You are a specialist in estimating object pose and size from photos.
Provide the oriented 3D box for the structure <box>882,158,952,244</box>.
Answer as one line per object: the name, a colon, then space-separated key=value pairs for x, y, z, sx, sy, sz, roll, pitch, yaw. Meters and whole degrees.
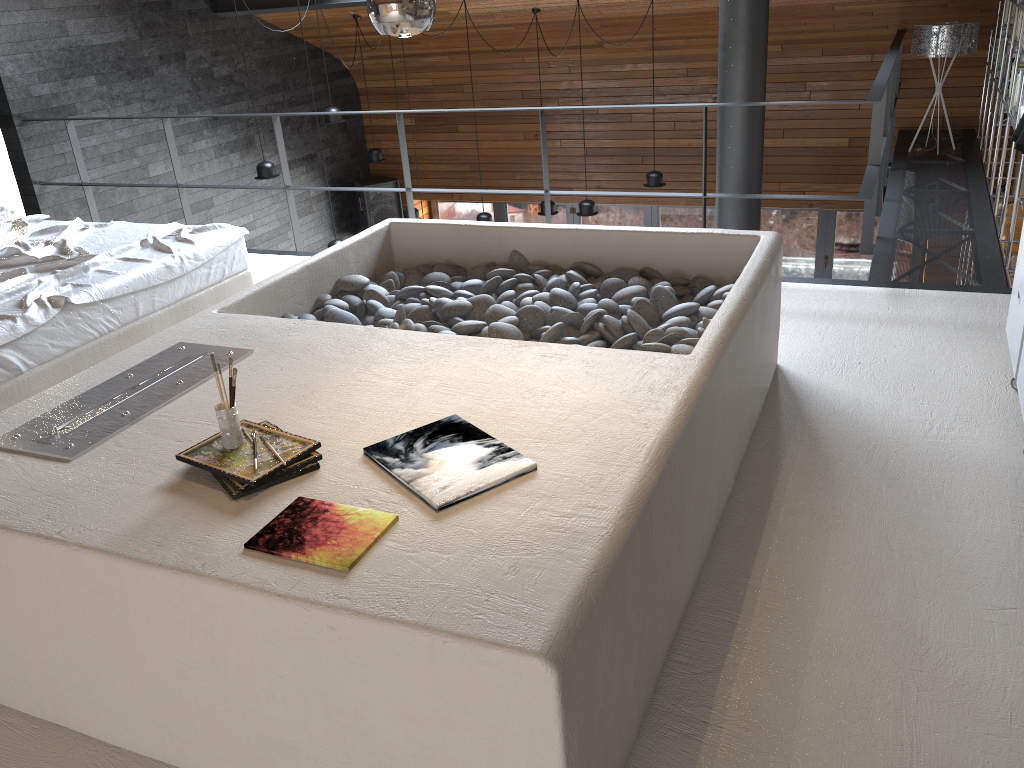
structure: x=3.783 y=-1.720 z=8.270 sx=0.488 sy=0.734 sz=0.462 roll=-11 pitch=25 yaw=-13

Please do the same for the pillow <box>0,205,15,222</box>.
pillow: x=-2.988 y=-0.787 z=4.370 sx=0.509 sy=0.173 sz=0.842 roll=6 pitch=27 yaw=23

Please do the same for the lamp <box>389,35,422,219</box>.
lamp: x=-1.065 y=-2.540 z=8.342 sx=0.210 sy=2.034 sz=0.210 roll=-17 pitch=27 yaw=-25

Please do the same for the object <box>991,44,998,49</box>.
object: x=4.181 y=-2.847 z=7.468 sx=0.252 sy=0.028 sz=0.180 roll=6 pitch=27 yaw=23

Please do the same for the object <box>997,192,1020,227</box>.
object: x=3.807 y=-1.288 z=6.851 sx=0.207 sy=0.442 sz=0.328 roll=3 pitch=26 yaw=17

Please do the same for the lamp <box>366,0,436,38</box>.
lamp: x=-0.295 y=-1.543 z=1.527 sx=0.146 sy=1.770 sz=0.146 roll=-24 pitch=30 yaw=-35

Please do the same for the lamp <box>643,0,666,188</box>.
lamp: x=1.237 y=-2.518 z=7.742 sx=0.210 sy=1.564 sz=0.210 roll=-17 pitch=27 yaw=-25

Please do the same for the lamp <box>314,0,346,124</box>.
lamp: x=-1.649 y=-2.906 z=7.730 sx=0.210 sy=1.205 sz=0.210 roll=-17 pitch=27 yaw=-25

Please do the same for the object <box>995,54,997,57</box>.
object: x=4.089 y=-2.700 z=7.292 sx=0.203 sy=0.013 sz=0.161 roll=6 pitch=27 yaw=23

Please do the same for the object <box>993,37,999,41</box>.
object: x=4.190 y=-2.911 z=7.465 sx=0.246 sy=0.016 sz=0.182 roll=6 pitch=27 yaw=23

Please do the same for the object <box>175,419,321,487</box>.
object: x=-0.622 y=0.158 z=2.093 sx=0.276 sy=0.013 sz=0.207 roll=12 pitch=29 yaw=32

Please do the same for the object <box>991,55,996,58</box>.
object: x=4.198 y=-2.778 z=7.513 sx=0.243 sy=0.012 sz=0.159 roll=6 pitch=27 yaw=23

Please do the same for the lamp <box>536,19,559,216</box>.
lamp: x=0.280 y=-2.599 z=8.366 sx=0.210 sy=2.001 sz=0.210 roll=-17 pitch=27 yaw=-25

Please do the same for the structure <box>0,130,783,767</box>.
structure: x=-1.517 y=-0.296 z=3.391 sx=4.614 sy=1.119 sz=2.636 roll=6 pitch=27 yaw=23

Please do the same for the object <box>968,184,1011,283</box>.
object: x=4.107 y=-1.276 z=7.613 sx=0.244 sy=0.879 sz=0.244 roll=-22 pitch=29 yaw=-33

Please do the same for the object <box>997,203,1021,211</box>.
object: x=4.023 y=-1.144 z=7.393 sx=0.305 sy=0.839 sz=0.238 roll=7 pitch=27 yaw=25

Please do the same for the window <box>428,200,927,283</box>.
window: x=1.647 y=-1.508 z=10.423 sx=5.936 sy=1.521 sz=0.101 roll=6 pitch=27 yaw=23

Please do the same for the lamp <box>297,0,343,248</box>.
lamp: x=-1.504 y=-2.478 z=6.414 sx=0.210 sy=3.206 sz=0.210 roll=-25 pitch=31 yaw=-38

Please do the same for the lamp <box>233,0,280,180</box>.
lamp: x=-2.140 y=-2.591 z=7.116 sx=0.210 sy=1.852 sz=0.210 roll=-17 pitch=27 yaw=-25

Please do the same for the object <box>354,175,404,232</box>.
object: x=-1.601 y=-1.335 z=10.881 sx=0.640 sy=2.297 sz=0.686 roll=-16 pitch=27 yaw=-24

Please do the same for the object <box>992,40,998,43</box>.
object: x=4.187 y=-2.892 z=7.463 sx=0.246 sy=0.016 sz=0.182 roll=6 pitch=27 yaw=23

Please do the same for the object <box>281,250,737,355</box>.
object: x=-0.056 y=-0.235 z=3.395 sx=1.842 sy=0.246 sz=1.436 roll=6 pitch=27 yaw=23

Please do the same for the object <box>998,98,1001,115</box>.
object: x=3.723 y=-2.110 z=6.659 sx=0.111 sy=0.174 sz=0.011 roll=6 pitch=27 yaw=23

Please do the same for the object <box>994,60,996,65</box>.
object: x=4.107 y=-2.652 z=7.296 sx=0.262 sy=0.025 sz=0.176 roll=6 pitch=27 yaw=23

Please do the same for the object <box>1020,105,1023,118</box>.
object: x=2.857 y=-1.395 z=4.695 sx=0.295 sy=0.136 sz=0.228 roll=6 pitch=27 yaw=23

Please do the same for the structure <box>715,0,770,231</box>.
structure: x=1.337 y=-0.972 z=5.423 sx=1.197 sy=5.696 sz=1.690 roll=6 pitch=27 yaw=23

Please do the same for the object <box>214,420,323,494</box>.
object: x=-0.610 y=0.168 z=2.101 sx=0.207 sy=0.013 sz=0.276 roll=-24 pitch=31 yaw=-36

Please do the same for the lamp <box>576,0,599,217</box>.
lamp: x=0.630 y=-2.454 z=7.874 sx=0.210 sy=1.910 sz=0.210 roll=-17 pitch=27 yaw=-25

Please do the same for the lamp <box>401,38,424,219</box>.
lamp: x=-0.918 y=-2.387 z=8.153 sx=0.210 sy=2.271 sz=0.210 roll=-17 pitch=27 yaw=-25

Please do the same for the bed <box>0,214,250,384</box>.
bed: x=-2.466 y=-0.304 z=3.845 sx=2.011 sy=0.484 sz=1.827 roll=6 pitch=27 yaw=23

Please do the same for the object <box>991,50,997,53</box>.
object: x=4.186 y=-2.812 z=7.482 sx=0.246 sy=0.016 sz=0.182 roll=6 pitch=27 yaw=23

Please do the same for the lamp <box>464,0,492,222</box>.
lamp: x=-0.342 y=-2.467 z=8.231 sx=0.210 sy=2.032 sz=0.210 roll=-17 pitch=27 yaw=-25

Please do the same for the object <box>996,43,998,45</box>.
object: x=4.195 y=-2.874 z=7.467 sx=0.233 sy=0.021 sz=0.174 roll=6 pitch=27 yaw=23

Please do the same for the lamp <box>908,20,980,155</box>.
lamp: x=3.492 y=-2.416 z=7.254 sx=0.475 sy=1.001 sz=0.475 roll=-24 pitch=31 yaw=-37

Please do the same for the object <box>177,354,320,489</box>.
object: x=-0.629 y=0.059 z=2.048 sx=0.301 sy=0.234 sz=0.246 roll=18 pitch=33 yaw=40

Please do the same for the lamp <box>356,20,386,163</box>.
lamp: x=-1.451 y=-2.920 z=8.851 sx=0.210 sy=1.368 sz=0.210 roll=-17 pitch=27 yaw=-25

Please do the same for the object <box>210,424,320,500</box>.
object: x=-0.608 y=0.180 z=2.106 sx=0.207 sy=0.013 sz=0.276 roll=-20 pitch=29 yaw=-30

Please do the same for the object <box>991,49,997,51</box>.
object: x=4.185 y=-2.826 z=7.476 sx=0.246 sy=0.016 sz=0.182 roll=6 pitch=27 yaw=23

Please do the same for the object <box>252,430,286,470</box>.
object: x=-0.595 y=0.156 z=2.085 sx=0.064 sy=0.010 sz=0.232 roll=-17 pitch=27 yaw=-25
